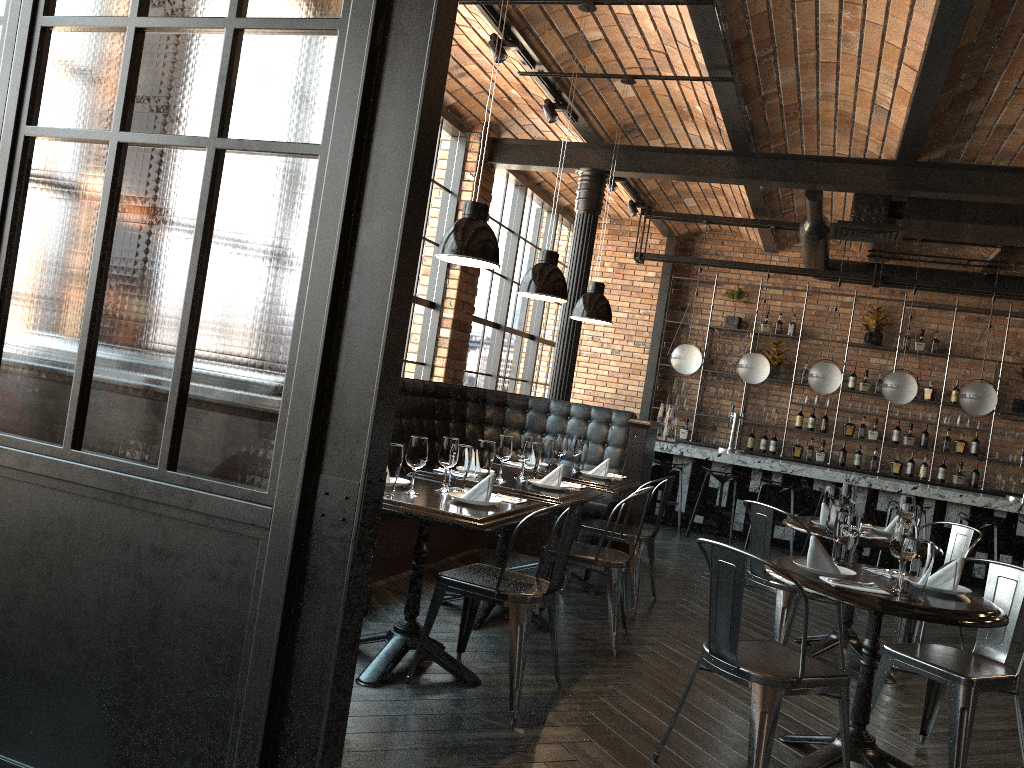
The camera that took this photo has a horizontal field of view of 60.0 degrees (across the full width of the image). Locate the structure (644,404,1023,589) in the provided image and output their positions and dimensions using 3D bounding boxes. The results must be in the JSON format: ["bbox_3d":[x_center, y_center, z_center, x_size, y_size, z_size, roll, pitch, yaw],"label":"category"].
[{"bbox_3d":[4.115,1.205,9.669,5.346,1.430,1.930,9,0,19],"label":"structure"}]

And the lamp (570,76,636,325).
[{"bbox_3d":[0.658,-1.239,5.959,0.291,1.653,0.291,9,0,-25],"label":"lamp"}]

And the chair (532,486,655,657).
[{"bbox_3d":[0.425,0.930,4.776,0.558,0.857,0.504,9,0,14],"label":"chair"}]

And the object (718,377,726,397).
[{"bbox_3d":[2.695,0.041,11.380,0.092,0.244,0.092,9,0,25],"label":"object"}]

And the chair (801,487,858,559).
[{"bbox_3d":[3.193,1.413,8.804,0.475,0.737,0.414,9,0,29],"label":"chair"}]

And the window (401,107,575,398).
[{"bbox_3d":[-2.002,-0.908,4.383,0.168,3.253,16.179,9,0,19],"label":"window"}]

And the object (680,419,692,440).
[{"bbox_3d":[2.272,0.591,11.581,0.123,0.279,0.123,9,0,33],"label":"object"}]

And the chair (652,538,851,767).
[{"bbox_3d":[0.901,1.005,3.157,0.558,0.857,0.504,9,0,-31],"label":"chair"}]

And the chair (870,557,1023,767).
[{"bbox_3d":[1.807,1.145,3.598,0.558,0.857,0.504,9,0,-31],"label":"chair"}]

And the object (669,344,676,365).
[{"bbox_3d":[2.138,-0.386,11.727,0.086,0.298,0.086,9,0,-22],"label":"object"}]

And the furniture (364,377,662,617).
[{"bbox_3d":[-0.650,0.585,5.141,1.979,1.212,5.451,9,0,19],"label":"furniture"}]

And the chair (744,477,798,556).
[{"bbox_3d":[2.652,1.330,8.998,0.475,0.737,0.414,9,0,14],"label":"chair"}]

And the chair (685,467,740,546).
[{"bbox_3d":[2.127,1.248,9.186,0.475,0.737,0.414,9,0,24],"label":"chair"}]

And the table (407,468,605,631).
[{"bbox_3d":[-0.058,0.906,4.916,0.872,0.758,0.872,9,0,19],"label":"table"}]

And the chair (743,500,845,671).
[{"bbox_3d":[1.519,1.099,4.883,0.558,0.857,0.504,9,0,-26],"label":"chair"}]

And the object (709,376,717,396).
[{"bbox_3d":[2.592,0.025,11.416,0.092,0.244,0.092,9,0,25],"label":"object"}]

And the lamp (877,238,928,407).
[{"bbox_3d":[4.091,-0.635,9.122,0.340,1.754,0.340,9,0,-25],"label":"lamp"}]

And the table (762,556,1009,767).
[{"bbox_3d":[1.347,1.125,3.376,0.866,0.758,0.866,9,0,-17],"label":"table"}]

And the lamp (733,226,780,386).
[{"bbox_3d":[2.725,-0.846,9.611,0.340,1.754,0.340,9,0,-25],"label":"lamp"}]

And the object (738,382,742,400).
[{"bbox_3d":[2.938,0.078,11.468,0.092,0.244,0.092,9,0,25],"label":"object"}]

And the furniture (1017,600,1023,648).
[{"bbox_3d":[3.759,1.267,3.560,1.979,1.212,5.451,9,0,19],"label":"furniture"}]

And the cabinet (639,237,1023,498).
[{"bbox_3d":[3.388,-0.034,11.197,7.075,3.779,0.564,9,0,19],"label":"cabinet"}]

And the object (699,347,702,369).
[{"bbox_3d":[2.440,-0.340,11.589,0.086,0.299,0.086,9,0,-22],"label":"object"}]

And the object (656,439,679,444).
[{"bbox_3d":[1.709,0.637,9.980,0.273,0.019,0.437,9,0,19],"label":"object"}]

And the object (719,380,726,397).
[{"bbox_3d":[2.749,0.049,11.535,0.092,0.244,0.092,9,0,25],"label":"object"}]

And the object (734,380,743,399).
[{"bbox_3d":[2.883,0.070,11.312,0.092,0.244,0.092,9,0,25],"label":"object"}]

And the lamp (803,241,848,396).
[{"bbox_3d":[3.408,-0.740,9.367,0.340,1.754,0.340,9,0,-25],"label":"lamp"}]

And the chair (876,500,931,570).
[{"bbox_3d":[3.790,1.506,8.591,0.475,0.737,0.414,9,0,14],"label":"chair"}]

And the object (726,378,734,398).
[{"bbox_3d":[2.787,0.055,11.347,0.092,0.244,0.092,9,0,25],"label":"object"}]

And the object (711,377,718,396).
[{"bbox_3d":[2.646,0.033,11.572,0.092,0.244,0.092,9,0,25],"label":"object"}]

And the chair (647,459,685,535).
[{"bbox_3d":[1.595,1.166,9.376,0.475,0.737,0.414,9,0,9],"label":"chair"}]

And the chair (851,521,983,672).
[{"bbox_3d":[2.431,1.239,5.325,0.558,0.857,0.504,9,0,-16],"label":"chair"}]

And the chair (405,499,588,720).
[{"bbox_3d":[-0.031,0.861,3.752,0.558,0.857,0.504,9,0,24],"label":"chair"}]

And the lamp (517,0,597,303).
[{"bbox_3d":[0.295,-1.293,4.919,0.291,1.653,0.291,9,0,45],"label":"lamp"}]

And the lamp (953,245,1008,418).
[{"bbox_3d":[4.774,-0.529,8.878,0.340,1.754,0.340,9,0,-25],"label":"lamp"}]

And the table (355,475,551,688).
[{"bbox_3d":[-0.418,0.852,3.888,0.872,0.758,0.872,9,0,19],"label":"table"}]

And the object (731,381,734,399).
[{"bbox_3d":[2.841,0.063,11.502,0.092,0.244,0.092,9,0,25],"label":"object"}]

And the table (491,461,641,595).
[{"bbox_3d":[0.305,0.961,5.956,0.872,0.758,0.872,9,0,19],"label":"table"}]

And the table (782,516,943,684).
[{"bbox_3d":[1.952,1.216,5.107,0.866,0.758,0.866,9,0,-17],"label":"table"}]

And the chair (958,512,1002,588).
[{"bbox_3d":[4.367,1.595,8.384,0.475,0.737,0.414,9,0,24],"label":"chair"}]

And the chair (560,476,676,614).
[{"bbox_3d":[0.715,0.974,5.778,0.558,0.857,0.504,9,0,24],"label":"chair"}]

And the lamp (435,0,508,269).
[{"bbox_3d":[-0.068,-1.348,3.880,0.291,1.653,0.291,9,0,-6],"label":"lamp"}]

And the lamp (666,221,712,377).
[{"bbox_3d":[2.042,-0.952,9.855,0.340,1.754,0.340,9,0,-25],"label":"lamp"}]
